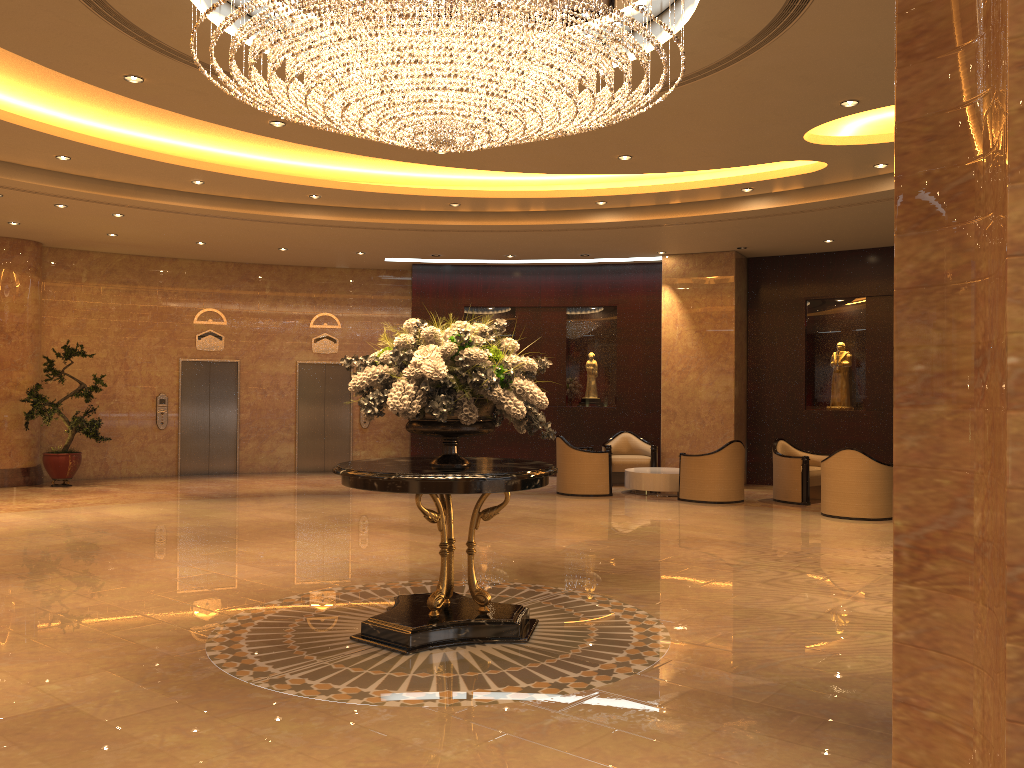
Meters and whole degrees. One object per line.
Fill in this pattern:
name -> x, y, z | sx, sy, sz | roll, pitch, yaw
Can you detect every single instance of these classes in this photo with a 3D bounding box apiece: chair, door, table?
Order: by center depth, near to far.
table -> -0.443, 1.079, 5.904 | 1.493, 1.089, 1.493 | 0, -1, 33
chair -> 4.467, 1.264, 11.498 | 0.951, 0.916, 0.769 | 0, -1, 34
chair -> 3.019, 1.267, 13.099 | 0.951, 0.916, 0.769 | 1, -1, -36
chair -> 4.286, 1.278, 13.163 | 0.951, 0.916, 0.769 | 1, -1, -41
chair -> 1.077, 1.259, 13.884 | 0.769, 0.916, 0.951 | 1, -1, -16
table -> 2.395, 1.552, 14.099 | 1.196, 0.354, 1.196 | 1, -1, -24
chair -> 2.007, 1.280, 15.277 | 0.951, 0.916, 0.769 | 0, -1, -1
door -> -5.638, 0.614, 16.496 | 1.070, 2.145, 0.150 | 1, -1, -25
door -> -3.649, 0.639, 17.243 | 1.070, 2.149, 0.150 | 1, -1, -15

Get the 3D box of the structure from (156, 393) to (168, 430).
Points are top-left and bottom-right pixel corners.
structure -> -6.335, 0.498, 16.060 | 0.200, 0.661, 0.053 | 1, -1, -29

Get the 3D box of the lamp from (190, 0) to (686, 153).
lamp -> -0.461, -2.209, 5.970 | 3.204, 1.196, 3.206 | 1, -1, -14

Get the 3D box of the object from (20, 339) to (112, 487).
object -> -7.183, 0.471, 14.273 | 1.250, 2.363, 0.843 | 1, -1, -29

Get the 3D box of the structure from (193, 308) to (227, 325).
structure -> -5.602, -1.259, 16.476 | 0.600, 0.293, 0.010 | 1, -1, -26

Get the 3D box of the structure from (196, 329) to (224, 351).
structure -> -5.606, -0.812, 16.473 | 0.504, 0.405, 0.012 | 1, -1, -26

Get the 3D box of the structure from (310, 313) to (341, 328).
structure -> -3.619, -1.236, 17.211 | 0.600, 0.293, 0.010 | 1, -1, -15

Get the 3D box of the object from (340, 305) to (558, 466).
object -> -0.439, 0.036, 5.878 | 1.318, 0.999, 1.277 | 1, -1, -20

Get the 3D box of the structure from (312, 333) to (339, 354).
structure -> -3.622, -0.789, 17.208 | 0.504, 0.405, 0.012 | 1, -1, -15

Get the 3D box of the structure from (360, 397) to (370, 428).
structure -> -2.876, 0.539, 17.351 | 0.200, 0.661, 0.053 | 1, -1, -11
